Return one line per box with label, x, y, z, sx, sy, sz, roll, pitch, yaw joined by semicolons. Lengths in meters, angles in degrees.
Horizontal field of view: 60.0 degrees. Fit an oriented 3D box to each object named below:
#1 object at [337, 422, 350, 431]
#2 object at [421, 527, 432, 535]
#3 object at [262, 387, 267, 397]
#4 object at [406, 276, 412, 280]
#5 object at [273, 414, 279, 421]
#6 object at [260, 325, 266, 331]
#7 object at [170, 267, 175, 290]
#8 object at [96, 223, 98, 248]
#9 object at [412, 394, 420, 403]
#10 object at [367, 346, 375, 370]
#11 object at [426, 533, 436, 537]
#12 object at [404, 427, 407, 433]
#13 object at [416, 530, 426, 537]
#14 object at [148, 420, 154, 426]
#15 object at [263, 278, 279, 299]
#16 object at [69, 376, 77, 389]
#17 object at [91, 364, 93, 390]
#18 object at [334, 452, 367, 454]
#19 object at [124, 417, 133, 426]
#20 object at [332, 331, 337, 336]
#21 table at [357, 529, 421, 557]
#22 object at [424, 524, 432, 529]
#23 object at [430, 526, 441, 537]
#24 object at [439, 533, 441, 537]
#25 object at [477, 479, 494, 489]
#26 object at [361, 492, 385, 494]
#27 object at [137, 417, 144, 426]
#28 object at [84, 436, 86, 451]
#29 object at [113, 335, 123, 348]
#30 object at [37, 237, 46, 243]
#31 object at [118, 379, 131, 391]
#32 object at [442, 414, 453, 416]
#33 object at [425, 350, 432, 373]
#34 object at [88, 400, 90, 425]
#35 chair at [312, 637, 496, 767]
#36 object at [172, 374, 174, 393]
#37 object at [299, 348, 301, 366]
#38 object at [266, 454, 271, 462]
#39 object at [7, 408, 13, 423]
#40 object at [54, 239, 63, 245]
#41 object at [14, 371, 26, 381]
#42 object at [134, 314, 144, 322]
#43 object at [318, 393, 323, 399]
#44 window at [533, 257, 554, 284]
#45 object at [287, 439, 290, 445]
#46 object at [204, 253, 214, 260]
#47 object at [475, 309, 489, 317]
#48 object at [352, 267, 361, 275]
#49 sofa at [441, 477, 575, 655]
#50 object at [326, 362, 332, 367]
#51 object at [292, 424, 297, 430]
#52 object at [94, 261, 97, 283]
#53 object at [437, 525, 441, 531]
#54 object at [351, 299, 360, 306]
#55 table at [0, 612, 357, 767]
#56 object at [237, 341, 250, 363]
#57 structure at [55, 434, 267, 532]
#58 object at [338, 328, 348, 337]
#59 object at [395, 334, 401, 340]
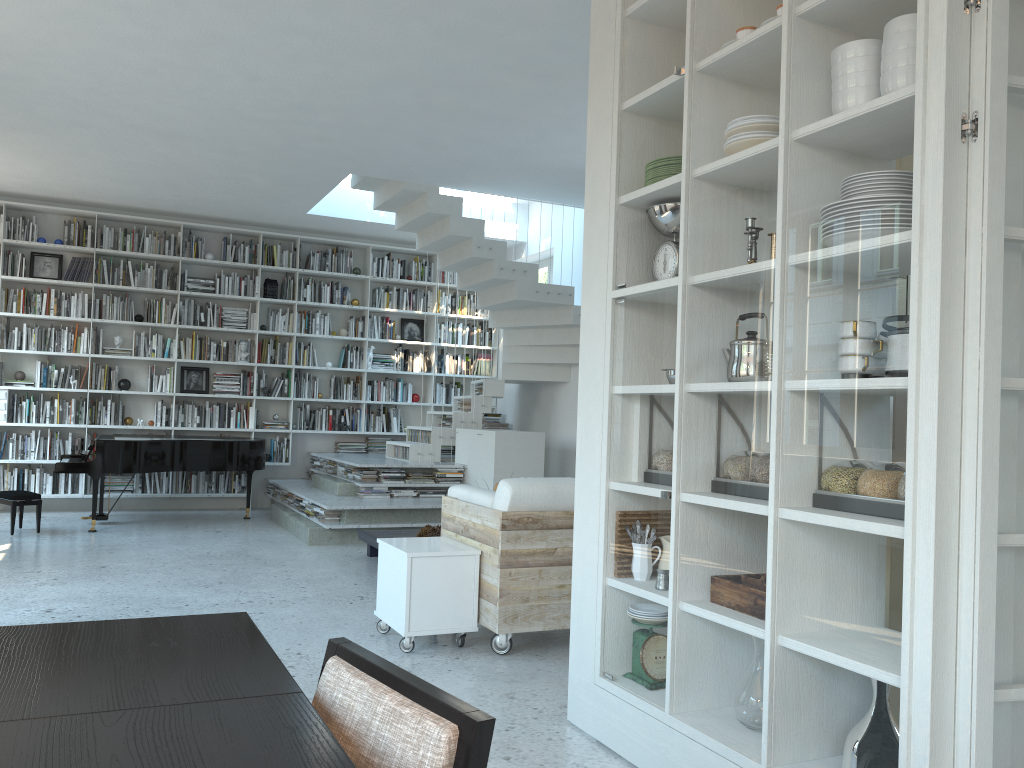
object;-1.958;0.497;10.342;0.160;0.114;0.064;3;-2;-37
object;-0.659;1.138;6.748;0.110;0.101;0.114;4;-2;-43
object;-2.779;0.087;9.973;0.054;0.113;0.079;3;-2;-26
object;-1.247;-1.280;10.770;0.071;0.072;0.071;1;-2;24
object;-2.683;0.380;10.081;0.071;0.072;0.071;1;-2;24
object;-2.814;-0.633;10.027;0.071;0.072;0.071;1;-2;24
object;-3.669;-1.133;9.590;0.075;0.254;0.075;1;-2;44
object;-4.404;-1.548;9.411;0.012;0.285;0.159;3;-2;-25
object;-1.188;0.175;10.859;0.115;0.116;0.115;0;-2;43
object;-1.677;-0.309;10.485;0.087;0.288;0.075;2;-1;10
object;-0.594;1.139;6.542;0.081;0.083;0.098;3;-2;-20
object;-1.306;0.557;10.826;0.071;0.072;0.071;1;-2;24
object;-0.684;1.143;6.676;0.082;0.085;0.082;2;-2;-10
object;-3.894;0.424;9.571;0.061;0.062;0.061;1;-2;24
object;-2.746;-1.079;10.093;0.135;0.248;0.135;3;-2;-35
object;-4.532;-0.017;9.159;0.082;0.140;0.044;3;-2;-41
object;-4.451;-0.072;9.391;0.012;0.270;0.130;3;-2;-25
object;-1.923;0.816;10.538;0.346;0.007;0.193;3;-2;-30
object;-4.114;0.399;9.515;0.091;0.092;0.091;0;-2;43
object;-2.099;-0.587;10.439;0.068;0.068;0.068;0;-2;43
table;-0.401;1.279;6.754;1.270;0.218;1.258;3;-2;-25
object;-0.643;1.128;6.830;0.090;0.106;0.097;2;-2;-4
object;-0.591;1.136;6.773;0.094;0.108;0.108;1;-2;33
object;-0.510;1.148;6.815;0.106;0.086;0.091;2;-2;-11
object;-0.159;0.922;6.707;0.309;0.521;0.436;2;-2;5
object;-1.324;1.032;8.427;0.204;0.004;0.140;3;-2;-22
object;-3.978;0.404;9.506;0.060;0.095;0.078;2;-2;-8
object;-4.511;0.655;9.367;0.017;0.290;0.089;3;-2;-25
object;-4.214;-0.456;9.486;0.095;0.157;0.121;2;-2;-11
object;-4.857;-1.472;9.158;0.082;0.083;0.082;0;-2;43
object;-4.147;0.010;9.491;0.133;0.135;0.134;1;-2;24
object;-0.692;0.355;10.018;0.161;0.025;0.174;3;-2;-21
object;-1.022;-0.274;10.811;0.087;0.288;0.075;2;-1;10
object;-4.469;0.301;9.366;0.012;0.254;0.161;3;-2;-25
chair;-0.395;0.792;1.108;0.570;0.782;0.480;3;-2;-35
object;-3.726;-0.007;9.734;0.017;0.216;0.103;3;-2;-25
object;-2.480;-0.306;10.293;0.013;0.208;0.140;3;-2;-25
object;-2.768;0.838;10.022;0.093;0.095;0.094;1;-2;24
object;-5.058;0.320;8.933;0.045;0.146;0.045;2;-1;14
object;-4.714;-1.465;9.224;0.082;0.083;0.082;0;-2;43
object;-5.037;-0.081;9.077;0.105;0.106;0.105;0;-2;43
object;-4.014;-0.701;9.538;0.097;0.098;0.097;1;-2;24
object;-2.252;0.141;10.376;0.071;0.072;0.071;1;-2;24
window;0.446;-0.893;10.490;0.042;1.226;1.117;3;-2;-25
object;-2.564;0.767;10.156;0.011;0.260;0.142;3;-2;-25
object;-3.362;-1.405;9.843;0.104;0.106;0.105;0;-2;43
object;-0.367;-0.902;11.136;0.203;0.137;0.095;2;-2;-9
object;-1.840;-1.328;10.495;0.104;0.105;0.104;1;-2;24
sofa;0.752;0.932;5.017;2.195;0.854;0.871;3;-2;-25
object;-2.146;-0.224;10.390;0.071;0.072;0.071;1;-2;24
object;-2.517;0.493;10.245;0.071;0.072;0.071;1;-2;24
object;-4.418;-1.166;9.401;0.012;0.254;0.161;3;-2;-25
object;-0.537;1.141;6.878;0.099;0.102;0.097;1;-2;35
object;-1.855;-0.959;10.492;0.100;0.101;0.100;0;-2;43
table;-0.586;0.791;0.592;1.086;0.736;2.199;3;-2;-25
object;-2.995;-0.355;9.902;0.138;0.244;0.137;1;-2;31
structure;-3.357;0.936;8.641;1.919;0.832;1.334;3;-2;-25
object;-2.004;-0.602;10.509;0.111;0.113;0.112;0;-2;43
object;-1.397;-0.562;10.762;0.091;0.092;0.091;1;-2;24
